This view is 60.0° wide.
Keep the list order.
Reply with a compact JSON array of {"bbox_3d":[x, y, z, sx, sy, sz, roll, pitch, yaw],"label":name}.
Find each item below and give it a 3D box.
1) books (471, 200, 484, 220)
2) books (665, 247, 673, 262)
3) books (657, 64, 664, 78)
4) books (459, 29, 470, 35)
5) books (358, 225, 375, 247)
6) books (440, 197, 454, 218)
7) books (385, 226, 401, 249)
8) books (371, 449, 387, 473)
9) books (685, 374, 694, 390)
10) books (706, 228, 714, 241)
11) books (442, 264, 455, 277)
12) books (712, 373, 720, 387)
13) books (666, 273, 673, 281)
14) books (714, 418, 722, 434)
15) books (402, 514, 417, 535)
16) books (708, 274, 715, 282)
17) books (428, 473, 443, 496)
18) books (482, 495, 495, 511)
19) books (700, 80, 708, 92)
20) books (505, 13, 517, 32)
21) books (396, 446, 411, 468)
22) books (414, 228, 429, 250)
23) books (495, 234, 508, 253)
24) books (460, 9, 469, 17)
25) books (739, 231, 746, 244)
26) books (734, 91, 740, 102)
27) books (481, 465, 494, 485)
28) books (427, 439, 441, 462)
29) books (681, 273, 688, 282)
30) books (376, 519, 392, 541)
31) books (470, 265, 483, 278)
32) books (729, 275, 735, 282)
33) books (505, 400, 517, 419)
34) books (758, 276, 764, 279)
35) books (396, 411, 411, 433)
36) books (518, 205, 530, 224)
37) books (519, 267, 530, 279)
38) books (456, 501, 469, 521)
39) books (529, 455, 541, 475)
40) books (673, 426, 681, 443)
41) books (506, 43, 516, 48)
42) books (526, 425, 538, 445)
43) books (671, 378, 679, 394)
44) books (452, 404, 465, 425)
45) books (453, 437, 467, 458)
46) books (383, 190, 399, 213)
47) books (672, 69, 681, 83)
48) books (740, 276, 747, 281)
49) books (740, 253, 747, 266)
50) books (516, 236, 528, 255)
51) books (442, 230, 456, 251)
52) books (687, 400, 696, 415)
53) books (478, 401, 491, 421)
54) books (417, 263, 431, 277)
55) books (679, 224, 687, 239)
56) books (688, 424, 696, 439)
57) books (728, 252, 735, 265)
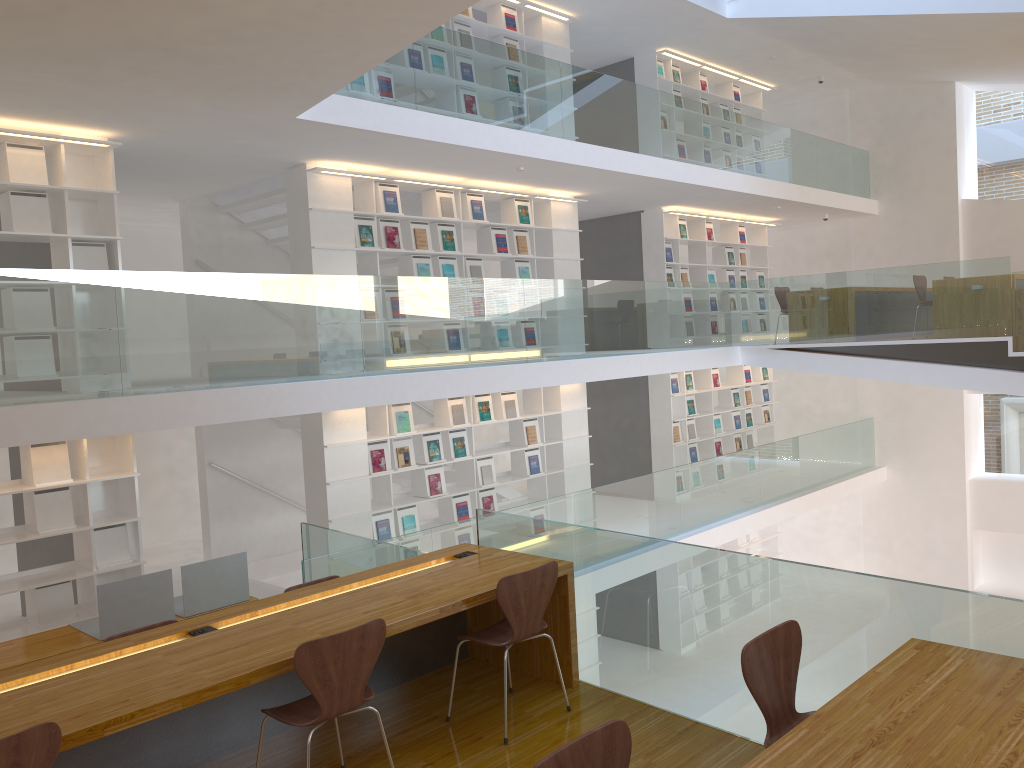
[{"bbox_3d":[-0.352,-1.781,9.106,0.037,0.210,0.145,0,4,44],"label":"books"},{"bbox_3d":[2.077,-1.699,11.732,0.037,0.210,0.145,0,4,44],"label":"books"},{"bbox_3d":[1.930,-4.073,11.594,0.037,0.210,0.145,0,4,44],"label":"books"},{"bbox_3d":[-0.472,-3.480,8.987,0.037,0.210,0.145,0,4,44],"label":"books"},{"bbox_3d":[-1.328,-1.344,8.092,0.037,0.210,0.145,0,4,44],"label":"books"},{"bbox_3d":[-0.642,-1.750,8.803,0.037,0.210,0.145,0,4,44],"label":"books"},{"bbox_3d":[-1.117,-1.370,8.311,0.037,0.210,0.145,0,4,44],"label":"books"},{"bbox_3d":[-1.230,0.712,8.183,0.037,0.210,0.145,0,4,44],"label":"books"},{"bbox_3d":[2.415,-0.028,12.082,0.037,0.210,0.145,0,4,44],"label":"books"},{"bbox_3d":[2.789,-2.088,12.482,0.037,0.210,0.145,0,4,44],"label":"books"},{"bbox_3d":[-0.625,-1.089,8.823,0.037,0.210,0.145,0,4,44],"label":"books"},{"bbox_3d":[2.896,-0.041,12.585,0.037,0.210,0.145,0,4,44],"label":"books"},{"bbox_3d":[2.089,-1.361,11.744,0.037,0.210,0.145,0,4,44],"label":"books"},{"bbox_3d":[2.930,0.602,12.617,0.037,0.210,0.145,0,4,44],"label":"books"},{"bbox_3d":[-0.973,1.358,8.444,0.037,0.210,0.145,0,4,44],"label":"books"},{"bbox_3d":[2.823,-1.445,12.514,0.037,0.210,0.145,0,4,44],"label":"books"},{"bbox_3d":[-0.749,0.989,8.684,0.037,0.210,0.145,0,4,44],"label":"books"},{"bbox_3d":[-0.242,1.272,9.213,0.037,0.210,0.145,0,4,44],"label":"books"},{"bbox_3d":[2.683,-4.132,12.379,0.037,0.210,0.145,0,4,44],"label":"books"},{"bbox_3d":[-0.012,-3.846,9.474,0.037,0.210,0.145,0,4,44],"label":"books"},{"bbox_3d":[-1.025,0.705,8.411,0.037,0.210,0.145,0,4,44],"label":"books"},{"bbox_3d":[-0.877,-1.394,8.561,0.037,0.210,0.145,0,4,44],"label":"books"},{"bbox_3d":[-0.107,-1.477,9.365,0.037,0.210,0.145,0,4,44],"label":"books"},{"bbox_3d":[-0.500,-3.809,8.965,0.037,0.210,0.145,0,4,44],"label":"books"},{"bbox_3d":[3.416,-2.153,13.137,0.037,0.210,0.145,0,4,44],"label":"books"},{"bbox_3d":[3.310,-4.198,13.034,0.037,0.210,0.145,0,4,44],"label":"books"},{"bbox_3d":[-0.255,0.952,9.196,0.037,0.210,0.145,0,4,44],"label":"books"},{"bbox_3d":[-0.761,0.655,8.676,0.037,0.210,0.145,0,4,44],"label":"books"},{"bbox_3d":[2.341,-1.398,12.011,0.037,0.210,0.145,0,4,44],"label":"books"},{"bbox_3d":[-1.186,1.368,8.222,0.037,0.210,0.145,0,4,44],"label":"books"},{"bbox_3d":[-0.361,-1.110,9.094,0.037,0.210,0.145,0,4,44],"label":"books"},{"bbox_3d":[3.211,-1.479,12.915,0.037,0.210,0.145,0,4,44],"label":"books"},{"bbox_3d":[-0.011,0.278,9.453,0.037,0.210,0.145,0,4,44],"label":"books"},{"bbox_3d":[3.820,-1.552,13.556,0.037,0.210,0.145,0,4,44],"label":"books"},{"bbox_3d":[-1.027,0.364,8.392,0.037,0.210,0.145,0,4,44],"label":"books"},{"bbox_3d":[0.131,-1.830,9.611,0.037,0.210,0.145,0,4,44],"label":"books"},{"bbox_3d":[0.141,-1.167,9.618,0.037,0.210,0.145,0,4,44],"label":"books"},{"bbox_3d":[-0.496,1.298,8.948,0.037,0.210,0.145,0,4,44],"label":"books"},{"bbox_3d":[0.247,0.891,9.720,0.037,0.210,0.145,0,4,44],"label":"books"},{"bbox_3d":[2.192,0.673,11.847,0.037,0.210,0.145,0,4,44],"label":"books"},{"bbox_3d":[0.005,-3.532,9.490,0.037,0.210,0.145,0,4,44],"label":"books"},{"bbox_3d":[0.216,0.565,9.694,0.037,0.210,0.145,0,4,44],"label":"books"},{"bbox_3d":[2.172,0.031,11.824,0.037,0.210,0.145,0,4,44],"label":"books"},{"bbox_3d":[-0.537,0.312,8.905,0.037,0.210,0.145,0,4,44],"label":"books"},{"bbox_3d":[-0.524,0.642,8.916,0.037,0.210,0.145,0,4,44],"label":"books"},{"bbox_3d":[-1.130,-1.700,8.293,0.037,0.210,0.145,0,4,44],"label":"books"},{"bbox_3d":[2.207,-4.098,11.883,0.037,0.210,0.145,0,4,44],"label":"books"},{"bbox_3d":[3.442,-1.503,13.157,0.037,0.210,0.145,0,4,44],"label":"books"},{"bbox_3d":[3.433,-1.839,13.152,0.037,0.210,0.145,0,4,44],"label":"books"},{"bbox_3d":[0.111,-1.497,9.592,0.037,0.210,0.145,0,4,44],"label":"books"},{"bbox_3d":[-0.630,-1.420,8.815,0.037,0.210,0.145,0,4,44],"label":"books"},{"bbox_3d":[2.451,0.324,12.115,0.037,0.210,0.145,0,4,44],"label":"books"},{"bbox_3d":[-0.281,0.286,9.172,0.037,0.210,0.145,0,4,44],"label":"books"},{"bbox_3d":[-0.847,-1.063,8.587,0.037,0.210,0.145,0,4,44],"label":"books"},{"bbox_3d":[2.314,-2.054,11.986,0.037,0.210,0.145,0,4,44],"label":"books"},{"bbox_3d":[2.458,0.656,12.120,0.037,0.210,0.145,0,4,44],"label":"books"},{"bbox_3d":[3.191,-1.814,12.900,0.037,0.210,0.145,0,4,44],"label":"books"}]
